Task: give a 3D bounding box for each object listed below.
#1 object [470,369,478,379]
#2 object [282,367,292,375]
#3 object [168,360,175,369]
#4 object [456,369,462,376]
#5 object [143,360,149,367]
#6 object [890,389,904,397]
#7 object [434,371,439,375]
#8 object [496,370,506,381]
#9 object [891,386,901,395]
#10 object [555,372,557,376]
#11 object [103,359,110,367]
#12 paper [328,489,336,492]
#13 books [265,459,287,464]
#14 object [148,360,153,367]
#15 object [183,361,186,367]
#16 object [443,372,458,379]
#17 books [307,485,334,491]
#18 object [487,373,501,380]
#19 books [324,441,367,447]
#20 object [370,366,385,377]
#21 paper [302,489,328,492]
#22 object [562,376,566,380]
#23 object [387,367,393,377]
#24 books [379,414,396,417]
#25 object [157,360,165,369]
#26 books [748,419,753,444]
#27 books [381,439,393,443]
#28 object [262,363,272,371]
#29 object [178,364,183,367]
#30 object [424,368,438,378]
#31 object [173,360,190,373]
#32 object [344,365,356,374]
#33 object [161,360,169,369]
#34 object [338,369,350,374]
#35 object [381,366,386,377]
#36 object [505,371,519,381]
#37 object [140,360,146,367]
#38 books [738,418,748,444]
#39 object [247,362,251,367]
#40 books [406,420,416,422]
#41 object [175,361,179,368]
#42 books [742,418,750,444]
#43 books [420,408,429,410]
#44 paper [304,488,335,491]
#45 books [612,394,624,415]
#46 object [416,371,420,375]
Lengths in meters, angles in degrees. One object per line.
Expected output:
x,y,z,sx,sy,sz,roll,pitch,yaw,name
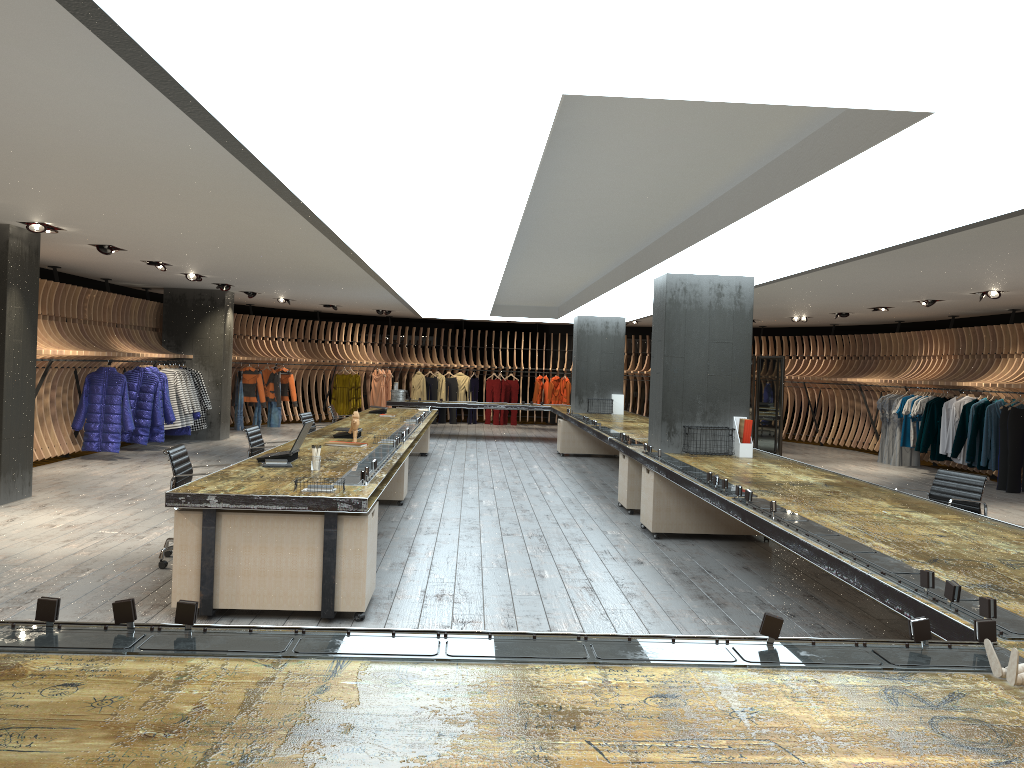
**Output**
-0.995,-0.254,23.414,0.012,0.270,0.525,2,1,22,object
-5.210,-0.340,20.193,0.525,0.270,0.012,2,0,27,object
-5.917,-0.255,15.418,0.518,0.313,0.012,2,0,-3,object
-1.361,-0.263,23.317,0.525,0.270,0.012,2,0,22,object
-5.877,-0.243,14.277,0.523,0.291,0.012,2,0,-3,object
7.189,0.171,16.454,0.525,0.270,0.012,2,0,-13,object
-1.941,-0.277,23.112,0.525,0.270,0.012,3,1,42,object
-0.309,-0.230,23.543,0.012,0.270,0.525,2,1,-33,object
7.190,0.168,16.599,0.525,0.270,0.012,2,0,12,object
1.174,-0.177,23.576,0.012,0.270,0.525,2,1,27,object
-5.826,-0.220,12.745,0.525,0.270,0.012,2,0,-3,object
-1.172,0.645,5.404,0.176,0.004,0.130,2,1,6,paper
-1.770,0.578,6.602,0.186,0.027,0.112,2,1,-18,books
-5.901,-0.256,14.455,0.525,0.270,0.012,2,0,-3,object
-5.956,-0.262,16.142,0.518,0.313,0.012,2,0,-3,object
-1.651,-0.270,23.208,0.525,0.270,0.012,2,0,22,object
-1.165,0.630,5.401,0.155,0.025,0.110,2,1,-8,books
-0.474,-0.235,23.522,0.525,0.270,0.012,3,1,42,object
-1.568,0.566,8.341,0.366,0.026,0.213,2,1,8,books
-3.379,-0.315,22.302,0.525,0.270,0.012,3,0,32,object
-1.185,0.646,5.399,0.176,0.003,0.130,2,1,-4,paper
1.401,-0.169,23.551,0.012,0.270,0.525,2,1,-23,object
-3.141,-0.310,22.454,0.012,0.270,0.525,2,1,-38,object
-1.839,0.465,13.149,0.213,0.026,0.366,2,1,-2,books
-5.895,-0.245,14.920,0.518,0.313,0.012,2,0,-3,object
2.317,0.530,8.770,0.048,0.368,0.215,2,0,-3,books
-1.215,0.564,8.776,0.155,0.025,0.110,2,1,-8,books
-5.447,-0.337,19.706,0.525,0.270,0.012,2,0,17,object
-5.945,-0.256,15.954,0.516,0.316,0.012,2,0,-3,object
-2.120,-0.283,23.026,0.525,0.270,0.012,3,0,32,object
-5.925,-0.259,15.596,0.518,0.313,0.012,2,0,-3,object
-3.975,-0.323,21.800,0.525,0.270,0.012,2,0,27,object
-5.906,-0.250,15.155,0.518,0.313,0.012,2,0,-3,object
-4.101,-0.325,21.667,0.525,0.270,0.012,2,0,27,object
-3.284,-0.313,22.373,0.012,0.270,0.525,2,1,-33,object
-0.022,-0.220,23.573,0.525,0.270,0.012,3,1,37,object
-5.904,-0.236,14.135,0.523,0.292,0.012,2,0,-3,object
2.274,0.529,8.768,0.048,0.368,0.215,2,0,-3,books
-5.676,-0.337,19.159,0.525,0.270,0.012,2,0,12,object
-1.355,0.498,11.992,0.155,0.025,0.110,2,1,-8,books
-5.992,-0.284,15.793,0.525,0.270,0.012,2,0,-3,object
2.296,0.530,8.769,0.048,0.368,0.215,2,0,-3,books
-1.511,0.428,15.367,0.155,0.025,0.110,2,1,-8,books
-1.172,0.642,5.404,0.176,0.004,0.130,2,1,4,paper
1.942,0.378,16.258,0.215,0.368,0.073,2,0,-2,books
-2.401,-0.289,22.897,0.012,0.270,0.525,2,1,-38,object
